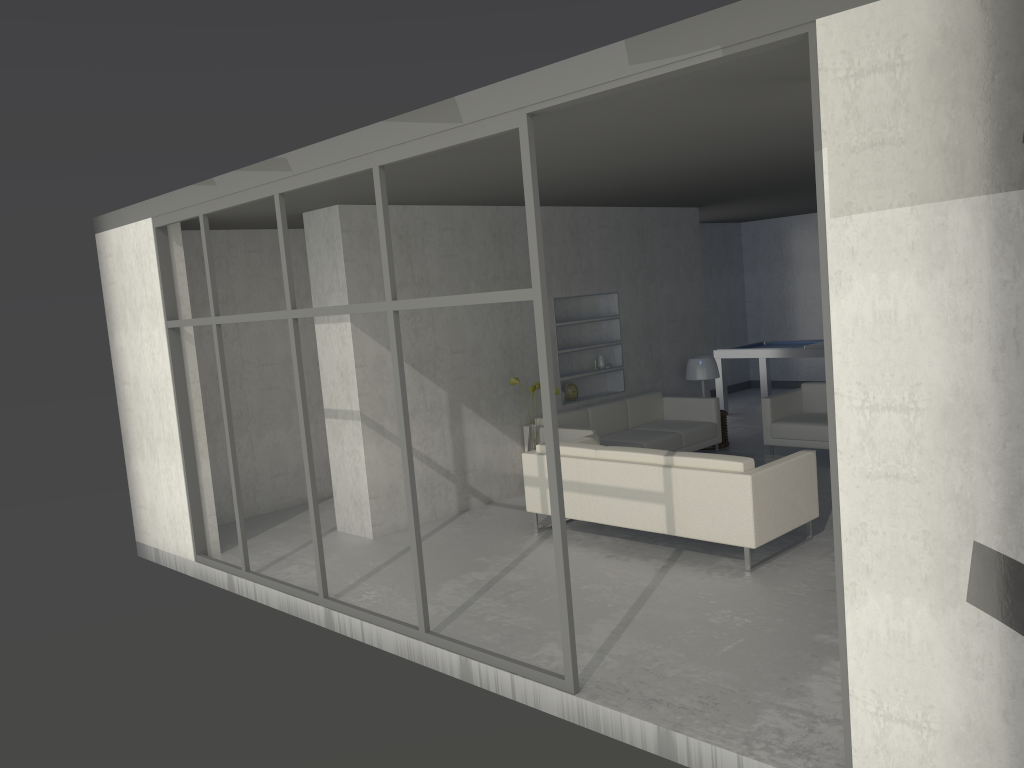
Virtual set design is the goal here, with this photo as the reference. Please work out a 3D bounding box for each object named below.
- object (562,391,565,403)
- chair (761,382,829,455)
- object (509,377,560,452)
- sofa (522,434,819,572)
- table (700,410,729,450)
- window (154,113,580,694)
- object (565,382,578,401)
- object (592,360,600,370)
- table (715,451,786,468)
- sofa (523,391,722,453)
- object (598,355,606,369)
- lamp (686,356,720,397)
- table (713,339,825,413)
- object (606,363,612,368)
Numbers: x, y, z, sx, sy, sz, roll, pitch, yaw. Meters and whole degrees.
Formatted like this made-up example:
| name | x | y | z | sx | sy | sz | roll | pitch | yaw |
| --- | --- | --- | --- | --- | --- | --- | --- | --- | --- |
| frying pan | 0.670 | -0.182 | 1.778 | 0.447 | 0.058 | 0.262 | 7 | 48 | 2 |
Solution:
| name | x | y | z | sx | sy | sz | roll | pitch | yaw |
| --- | --- | --- | --- | --- | --- | --- | --- | --- | --- |
| object | 0.458 | 0.115 | 8.321 | 0.086 | 0.128 | 0.086 | -9 | 7 | -33 |
| chair | 2.853 | 0.346 | 8.200 | 0.821 | 0.662 | 0.748 | -11 | 8 | -44 |
| object | 0.256 | 0.458 | 7.423 | 0.400 | 1.051 | 0.387 | -7 | 6 | -16 |
| sofa | 1.036 | 0.721 | 6.106 | 0.821 | 0.658 | 1.881 | -11 | 8 | -44 |
| table | 2.016 | 0.471 | 9.209 | 0.452 | 0.358 | 0.452 | -3 | 6 | 21 |
| window | -1.247 | 0.096 | 5.199 | 0.037 | 2.477 | 4.080 | -11 | 8 | -44 |
| object | 0.580 | 0.070 | 8.403 | 0.088 | 0.179 | 0.163 | -1 | 7 | 36 |
| object | 0.816 | -0.187 | 8.664 | 0.074 | 0.094 | 0.074 | -4 | 6 | 10 |
| table | 1.891 | 0.748 | 7.412 | 0.730 | 0.190 | 0.773 | -11 | 8 | -44 |
| sofa | 1.069 | 0.507 | 8.151 | 1.881 | 0.658 | 0.821 | -11 | 8 | -44 |
| object | 0.878 | -0.217 | 8.717 | 0.079 | 0.130 | 0.079 | 1 | 8 | 44 |
| lamp | 1.975 | 0.015 | 9.161 | 0.347 | 0.582 | 0.347 | -3 | 6 | 14 |
| table | 3.715 | -0.109 | 10.844 | 1.180 | 0.835 | 2.095 | -11 | 8 | -44 |
| object | 0.954 | -0.182 | 8.712 | 0.064 | 0.050 | 0.064 | -10 | 7 | -38 |
